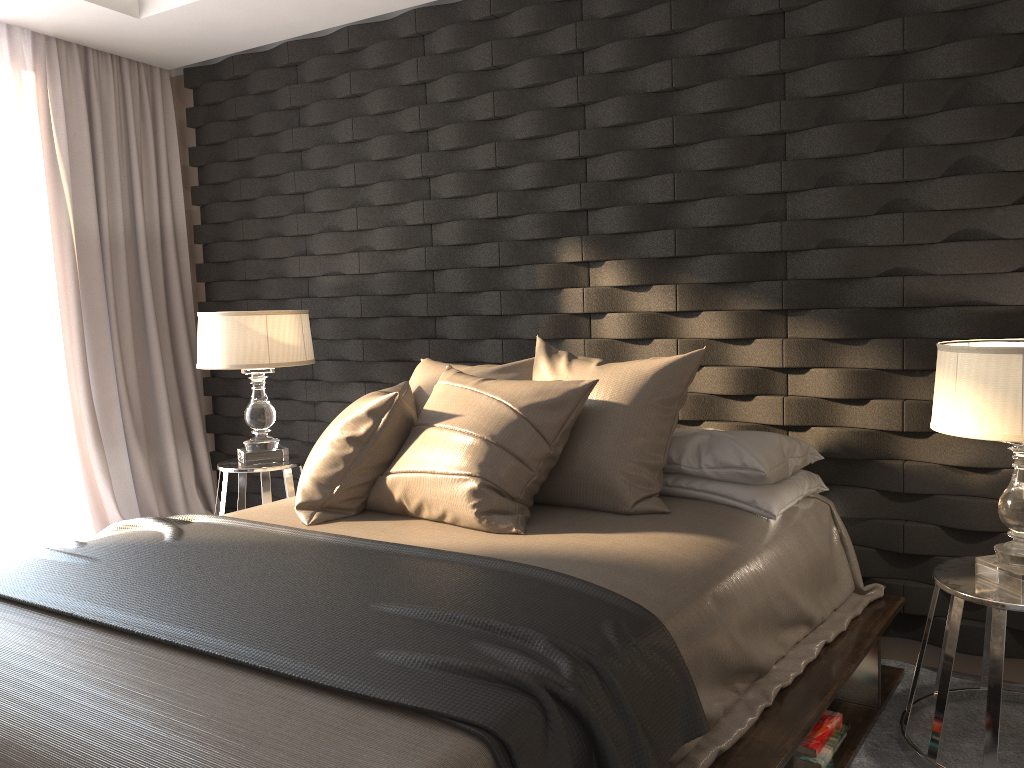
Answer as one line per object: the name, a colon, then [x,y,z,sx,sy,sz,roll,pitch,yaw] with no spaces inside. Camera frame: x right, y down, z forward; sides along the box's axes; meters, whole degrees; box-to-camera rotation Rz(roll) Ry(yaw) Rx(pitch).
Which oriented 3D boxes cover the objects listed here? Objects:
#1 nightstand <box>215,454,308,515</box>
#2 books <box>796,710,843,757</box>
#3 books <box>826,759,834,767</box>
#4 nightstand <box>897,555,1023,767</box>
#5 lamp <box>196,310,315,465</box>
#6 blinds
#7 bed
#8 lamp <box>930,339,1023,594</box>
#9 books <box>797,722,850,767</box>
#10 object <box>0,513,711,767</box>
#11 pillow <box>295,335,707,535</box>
nightstand: [-1.037,0.625,3.745,0.581,0.603,0.521,-6,7,-43]
books: [0.781,0.928,2.375,0.151,0.021,0.236,2,6,35]
books: [0.758,0.976,2.365,0.189,0.014,0.261,0,5,14]
nightstand: [1.364,0.753,2.367,0.642,0.472,0.600,-3,5,-17]
lamp: [-1.068,0.009,3.705,0.485,0.630,0.446,-4,5,-23]
blinds: [-1.877,-0.415,4.197,0.326,2.639,1.043,0,5,27]
bed: [-0.309,0.712,2.432,2.176,0.624,2.412,2,6,34]
lamp: [1.342,0.206,2.304,0.470,0.630,0.461,-2,5,-4]
books: [0.777,0.955,2.362,0.184,0.028,0.258,2,6,35]
object: [-0.591,0.576,2.029,1.951,0.322,0.650,2,6,32]
pillow: [-0.123,0.122,2.742,1.194,0.518,0.947,2,6,35]
